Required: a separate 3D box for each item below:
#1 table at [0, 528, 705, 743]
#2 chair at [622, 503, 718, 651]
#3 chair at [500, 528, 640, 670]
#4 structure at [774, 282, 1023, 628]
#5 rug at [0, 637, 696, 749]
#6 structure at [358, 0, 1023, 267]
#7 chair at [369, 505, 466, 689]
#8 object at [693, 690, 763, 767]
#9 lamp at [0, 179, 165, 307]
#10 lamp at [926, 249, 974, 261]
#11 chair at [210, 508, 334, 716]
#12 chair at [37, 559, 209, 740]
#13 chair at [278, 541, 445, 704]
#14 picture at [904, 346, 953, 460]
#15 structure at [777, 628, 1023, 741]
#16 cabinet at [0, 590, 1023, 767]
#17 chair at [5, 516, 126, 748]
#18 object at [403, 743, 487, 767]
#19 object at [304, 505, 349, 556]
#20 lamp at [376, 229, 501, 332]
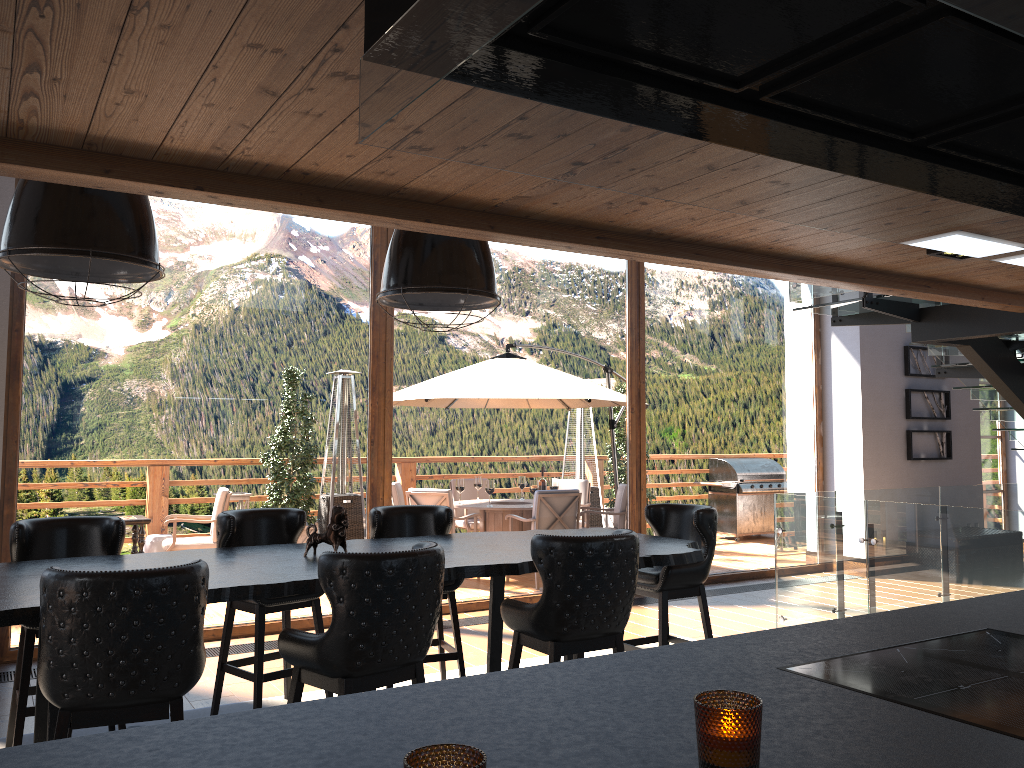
[{"bbox_3d":[-0.786,1.287,4.114,3.836,0.950,1.413,2,-4,-31],"label":"table"},{"bbox_3d":[0.923,1.266,5.188,0.574,1.093,0.498,3,-5,-32],"label":"chair"},{"bbox_3d":[0.271,1.180,3.825,0.509,1.093,0.561,3,-5,-32],"label":"chair"},{"bbox_3d":[2.879,1.638,8.482,11.141,6.405,9.106,2,-4,-31],"label":"structure"},{"bbox_3d":[-0.479,1.749,4.198,5.691,0.047,2.522,2,-4,-31],"label":"rug"},{"bbox_3d":[1.358,-0.551,1.865,3.284,0.477,0.703,2,-4,-31],"label":"structure"},{"bbox_3d":[-0.568,1.268,5.129,0.508,1.093,0.563,2,-4,-22],"label":"chair"},{"bbox_3d":[0.253,0.409,1.034,0.079,0.081,0.079,-1,-4,14],"label":"object"},{"bbox_3d":[-1.731,-2.663,3.757,0.618,4.689,0.624,-1,-4,14],"label":"lamp"},{"bbox_3d":[2.028,-0.619,4.028,0.264,0.068,0.153,2,-4,-31],"label":"lamp"},{"bbox_3d":[-1.308,1.233,4.755,0.561,1.093,0.510,-4,-6,43],"label":"chair"},{"bbox_3d":[-1.276,1.129,2.903,0.508,1.093,0.563,2,-4,-22],"label":"chair"},{"bbox_3d":[-0.536,1.144,3.278,0.561,1.093,0.510,-4,-6,43],"label":"chair"},{"bbox_3d":[4.867,0.229,10.359,0.782,1.313,0.058,3,-5,-31],"label":"picture"},{"bbox_3d":[0.837,0.485,1.440,0.617,0.017,0.498,2,-4,-31],"label":"structure"},{"bbox_3d":[1.185,1.044,1.655,4.851,1.105,0.879,2,-5,-31],"label":"cabinet"},{"bbox_3d":[-2.115,1.198,4.209,0.509,1.093,0.561,3,-5,-32],"label":"chair"},{"bbox_3d":[-0.064,0.397,0.842,0.079,0.081,0.079,-1,-4,14],"label":"object"},{"bbox_3d":[-0.880,0.698,4.225,0.219,0.254,0.117,-1,-4,21],"label":"object"},{"bbox_3d":[-0.356,-2.608,4.591,0.618,4.689,0.624,-1,-4,14],"label":"lamp"}]
